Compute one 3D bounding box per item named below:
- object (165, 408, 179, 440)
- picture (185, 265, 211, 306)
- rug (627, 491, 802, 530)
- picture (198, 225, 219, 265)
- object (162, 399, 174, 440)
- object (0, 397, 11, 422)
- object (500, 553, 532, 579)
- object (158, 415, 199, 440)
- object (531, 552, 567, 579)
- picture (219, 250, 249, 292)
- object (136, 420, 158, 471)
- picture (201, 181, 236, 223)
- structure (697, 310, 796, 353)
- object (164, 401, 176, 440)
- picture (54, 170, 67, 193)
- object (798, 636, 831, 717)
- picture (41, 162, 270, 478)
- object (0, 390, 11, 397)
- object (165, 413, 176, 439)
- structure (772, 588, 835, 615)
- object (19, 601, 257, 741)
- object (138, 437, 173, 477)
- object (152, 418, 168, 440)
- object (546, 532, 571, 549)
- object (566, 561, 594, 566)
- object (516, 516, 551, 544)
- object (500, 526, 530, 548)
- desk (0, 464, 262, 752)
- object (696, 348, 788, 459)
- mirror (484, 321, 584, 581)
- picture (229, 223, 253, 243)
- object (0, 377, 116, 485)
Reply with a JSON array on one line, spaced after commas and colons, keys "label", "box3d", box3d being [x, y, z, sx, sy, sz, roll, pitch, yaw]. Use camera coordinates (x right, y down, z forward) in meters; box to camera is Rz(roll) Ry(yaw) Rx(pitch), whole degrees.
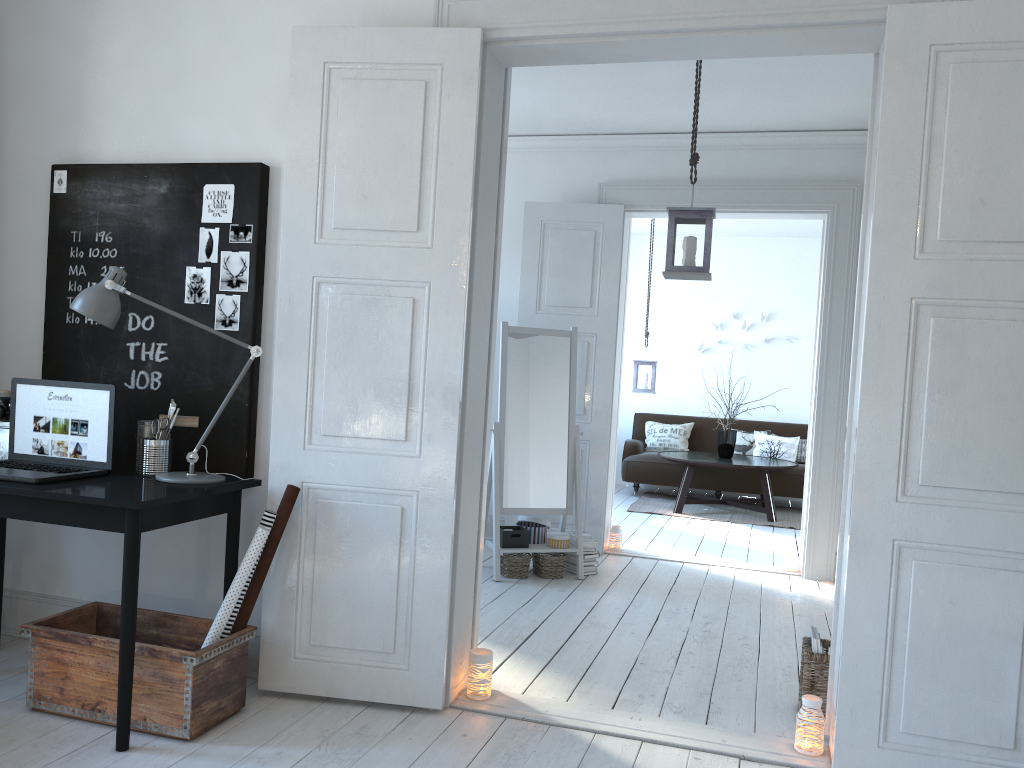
[{"label": "object", "box3d": [-1.223, 0.203, 3.132, 0.084, 0.240, 0.009, 3, 2, -7]}, {"label": "picture", "box3d": [-1.178, -0.369, 3.325, 0.107, 0.150, 0.001, 4, 2, 16]}, {"label": "rug", "box3d": [2.020, 1.179, 8.456, 1.709, 0.055, 1.456, 4, 1, 17]}, {"label": "picture", "box3d": [-1.132, -0.518, 3.310, 0.083, 0.146, 0.002, 4, 2, 16]}, {"label": "object", "box3d": [-1.236, 0.186, 3.151, 0.008, 0.268, 0.060, 5, 2, 33]}, {"label": "object", "box3d": [-1.852, 0.090, 3.202, 0.137, 0.087, 0.073, 4, 1, 16]}, {"label": "object", "box3d": [0.008, 1.062, 5.266, 0.185, 0.140, 0.295, 3, 1, -12]}, {"label": "object", "box3d": [-1.203, 0.218, 3.182, 0.138, 0.209, 0.034, 3, 2, -4]}, {"label": "object", "box3d": [0.216, 1.074, 5.318, 0.185, 0.140, 0.295, 3, 1, -12]}, {"label": "picture", "box3d": [-1.027, -0.420, 3.280, 0.121, 0.153, 0.002, 4, 2, 16]}, {"label": "object", "box3d": [-1.329, 0.229, 3.238, 0.079, 0.188, 0.079, 3, 2, -5]}, {"label": "picture", "box3d": [-1.091, -0.676, 3.295, 0.147, 0.154, 0.004, 4, 2, 16]}, {"label": "structure", "box3d": [2.530, -0.549, 9.559, 1.025, 0.478, 0.085, 4, 2, 16]}, {"label": "object", "box3d": [-1.232, 0.189, 3.150, 0.062, 0.264, 0.012, 2, 2, -31]}, {"label": "picture", "box3d": [-1.782, -0.798, 3.496, 0.061, 0.088, 0.004, 4, 2, 13]}, {"label": "object", "box3d": [1.196, 1.097, 3.235, 0.270, 0.265, 0.224, 4, 1, 16]}, {"label": "picture", "box3d": [-1.400, -0.258, 3.423, 0.952, 1.173, 0.064, 4, 2, 16]}, {"label": "object", "box3d": [-1.924, 0.089, 3.293, 0.056, 0.130, 0.167, 4, 1, 15]}, {"label": "object", "box3d": [-1.233, 0.212, 3.140, 0.082, 0.222, 0.009, 2, 2, -44]}, {"label": "structure", "box3d": [2.323, -0.061, 5.060, 1.248, 2.829, 0.800, 3, 2, -29]}, {"label": "object", "box3d": [-1.239, 0.944, 2.951, 0.664, 0.282, 0.339, 4, 1, 16]}, {"label": "object", "box3d": [-1.265, 0.258, 3.145, 0.108, 0.128, 0.108, 4, 2, 31]}, {"label": "object", "box3d": [-1.270, 0.218, 3.157, 0.081, 0.198, 0.050, 5, 2, 41]}, {"label": "object", "box3d": [0.276, 0.929, 5.281, 0.142, 0.074, 0.142, 3, 1, 0]}, {"label": "object", "box3d": [0.410, 1.091, 5.439, 0.111, 0.014, 0.156, 3, 1, -31]}, {"label": "object", "box3d": [0.126, 0.877, 5.424, 0.207, 0.159, 0.241, 4, 1, 24]}, {"label": "object", "box3d": [-0.002, 0.900, 5.221, 0.165, 0.103, 0.155, 3, 1, -19]}, {"label": "desk", "box3d": [-1.567, 0.685, 3.043, 1.159, 0.759, 0.651, 4, 1, 16]}, {"label": "object", "box3d": [2.158, 0.182, 8.308, 0.846, 1.066, 0.525, 3, 2, -13]}, {"label": "mirror", "box3d": [0.142, 0.386, 5.305, 0.611, 1.489, 0.416, 3, 2, -19]}, {"label": "picture", "box3d": [-1.000, -0.557, 3.271, 0.095, 0.071, 0.001, 4, 2, 16]}, {"label": "object", "box3d": [-1.627, 0.146, 2.963, 0.445, 0.315, 0.325, 4, 1, 16]}]
